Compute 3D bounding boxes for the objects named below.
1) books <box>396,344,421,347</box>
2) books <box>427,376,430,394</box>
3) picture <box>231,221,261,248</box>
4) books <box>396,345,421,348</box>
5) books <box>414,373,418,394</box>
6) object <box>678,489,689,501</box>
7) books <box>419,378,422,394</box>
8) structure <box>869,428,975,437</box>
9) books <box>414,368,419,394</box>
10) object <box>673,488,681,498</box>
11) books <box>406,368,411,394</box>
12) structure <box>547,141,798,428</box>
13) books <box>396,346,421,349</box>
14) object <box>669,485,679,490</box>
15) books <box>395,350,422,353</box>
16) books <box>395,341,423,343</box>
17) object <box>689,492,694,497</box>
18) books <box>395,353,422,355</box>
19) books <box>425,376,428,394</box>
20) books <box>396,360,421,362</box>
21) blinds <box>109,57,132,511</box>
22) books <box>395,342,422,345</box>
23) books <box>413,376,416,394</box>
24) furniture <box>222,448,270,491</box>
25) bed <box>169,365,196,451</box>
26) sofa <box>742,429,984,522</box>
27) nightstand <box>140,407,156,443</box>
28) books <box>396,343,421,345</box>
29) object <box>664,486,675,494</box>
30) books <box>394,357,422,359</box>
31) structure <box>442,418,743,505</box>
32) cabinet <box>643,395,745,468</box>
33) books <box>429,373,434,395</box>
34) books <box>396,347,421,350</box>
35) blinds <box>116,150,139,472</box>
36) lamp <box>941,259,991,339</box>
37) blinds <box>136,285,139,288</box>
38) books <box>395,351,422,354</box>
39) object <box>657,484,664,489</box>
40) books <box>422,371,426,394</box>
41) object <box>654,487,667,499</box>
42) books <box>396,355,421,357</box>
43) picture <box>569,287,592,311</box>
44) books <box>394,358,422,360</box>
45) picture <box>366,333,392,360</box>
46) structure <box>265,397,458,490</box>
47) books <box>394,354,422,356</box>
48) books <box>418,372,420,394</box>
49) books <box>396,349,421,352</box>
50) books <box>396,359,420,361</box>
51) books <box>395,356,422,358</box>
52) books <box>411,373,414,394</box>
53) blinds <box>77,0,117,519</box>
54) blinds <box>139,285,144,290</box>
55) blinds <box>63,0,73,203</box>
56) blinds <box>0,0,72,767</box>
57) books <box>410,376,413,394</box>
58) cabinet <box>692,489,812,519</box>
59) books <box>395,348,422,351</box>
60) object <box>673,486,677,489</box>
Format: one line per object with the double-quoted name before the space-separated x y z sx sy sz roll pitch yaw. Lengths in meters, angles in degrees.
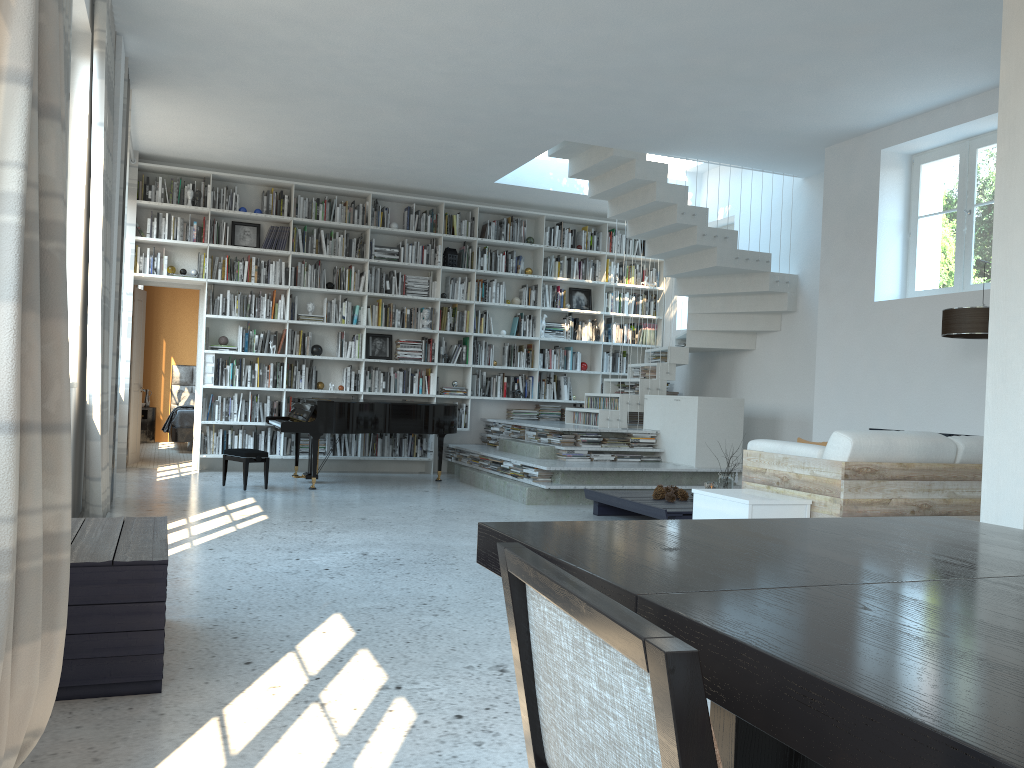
"books" -1.190 -0.442 10.201 0.254 0.012 0.161 3 -1 -24
"books" -0.984 0.012 10.275 0.011 0.216 0.166 2 0 -21
"picture" -2.875 -1.597 9.574 0.300 0.300 0.077 3 0 -21
"books" -1.190 -0.430 10.199 0.254 0.012 0.161 3 -1 -25
"books" -1.121 -0.003 10.224 0.023 0.234 0.174 2 0 -21
"object" 1.317 0.856 6.825 0.083 0.100 0.092 3 0 -16
"books" -1.073 0.025 10.238 0.023 0.183 0.169 2 0 -21
"structure" 3.398 0.664 6.741 0.735 0.584 1.210 3 -1 -25
"books" -1.107 -0.032 10.242 0.014 0.294 0.137 2 0 -21
"object" 1.295 0.856 6.931 0.106 0.086 0.091 3 0 -7
"books" -1.195 -0.038 10.199 0.012 0.296 0.177 2 0 -21
"structure" 1.301 -0.899 9.234 2.614 3.382 1.954 3 0 -21
"books" -1.191 -0.418 10.201 0.254 0.012 0.161 3 -1 -24
"object" 1.272 0.847 6.996 0.099 0.102 0.097 2 0 39
"books" -1.191 -0.370 10.196 0.285 0.012 0.159 3 -1 -16
"books" -1.186 -0.479 10.196 0.285 0.012 0.159 3 -1 -26
"object" 1.589 0.876 6.873 0.429 0.038 0.429 2 -1 19
"books" -1.196 -0.346 10.205 0.285 0.012 0.159 3 -1 -20
"books" -1.008 0.013 10.265 0.042 0.212 0.169 2 0 -21
"books" -1.197 -0.262 10.199 0.254 0.012 0.161 3 -1 -25
"blinds" -2.992 -0.716 6.629 0.140 3.231 0.776 2 0 -21
"books" -1.190 -0.467 10.203 0.285 0.012 0.159 3 -1 -19
"books" -1.144 0.011 10.216 0.023 0.204 0.167 2 0 -21
"furniture" -2.404 0.760 8.001 0.467 0.353 0.240 2 0 44
"bed" -3.953 0.340 12.734 1.770 1.180 2.173 3 0 -21
"sofa" 2.444 0.689 5.054 2.195 0.854 0.871 3 0 -21
"nightstand" -5.587 0.593 13.034 0.650 0.518 0.430 3 0 -19
"books" -1.188 -0.455 10.199 0.254 0.012 0.161 3 -1 -25
"object" 1.212 0.844 6.894 0.094 0.108 0.108 2 0 36
"books" -1.198 -0.298 10.206 0.285 0.012 0.159 3 -1 -22
"structure" 0.960 0.786 9.541 2.900 0.659 3.112 3 -1 -21
"cabinet" 1.776 0.458 8.854 0.551 0.668 0.993 3 0 -21
"books" -0.951 -0.001 10.282 0.033 0.246 0.176 2 0 -21
"books" -1.191 -0.406 10.201 0.254 0.012 0.161 3 -1 -18
"blinds" -4.012 -0.732 9.228 0.140 3.231 0.776 2 0 -21
"lamp" 3.334 0.181 5.295 0.470 1.966 1.558 2 0 -36
"blinds" -4.443 -0.739 10.324 0.140 3.231 0.776 2 0 -21
"books" -1.194 -0.358 10.203 0.285 0.012 0.159 3 -1 -19
"object" 1.164 0.835 6.954 0.090 0.106 0.097 2 0 0
"books" -1.043 -0.018 10.262 0.026 0.272 0.175 2 0 -21
"object" 1.142 0.846 6.873 0.110 0.101 0.114 3 0 -39
"books" -1.194 -0.322 10.197 0.254 0.012 0.161 3 -1 -26
"picture" 0.855 -1.044 11.049 0.300 0.300 0.077 3 0 -21
"books" -1.195 -0.286 10.197 0.285 0.012 0.159 3 -1 -26
"picture" -1.517 -0.424 10.130 0.300 0.300 0.077 3 0 -21
"structure" -1.430 0.581 8.926 1.918 0.833 1.334 3 0 -21
"books" -1.197 -0.334 10.208 0.285 0.012 0.159 3 -1 -21
"books" -1.097 -0.013 10.254 0.014 0.256 0.145 2 0 -21
"books" -1.191 -0.381 10.197 0.254 0.012 0.161 3 -1 -26
"books" -1.198 -0.274 10.203 0.254 0.012 0.161 3 -1 -19
"books" -1.194 -0.310 10.197 0.285 0.012 0.159 3 -1 -16
"books" -1.165 -0.005 10.220 0.014 0.235 0.154 2 0 -21
"blinds" -2.500 -0.728 5.391 0.183 3.261 1.025 2 0 -22
"blinds" -5.464 -0.754 12.923 0.140 3.231 0.776 2 0 -21
"blinds" -1.509 -0.712 2.899 0.132 3.261 0.722 2 0 -22
"blinds" -1.024 -0.600 1.677 0.359 3.053 0.845 2 0 -17
"books" -1.179 0.008 10.203 0.024 0.207 0.183 2 0 -21
"cabinet" 1.221 0.815 4.598 0.380 0.487 0.502 3 0 -21
"books" -1.190 -0.394 10.197 0.285 0.012 0.159 3 -1 -16
"object" 1.308 0.857 7.048 0.078 0.101 0.086 2 0 43
